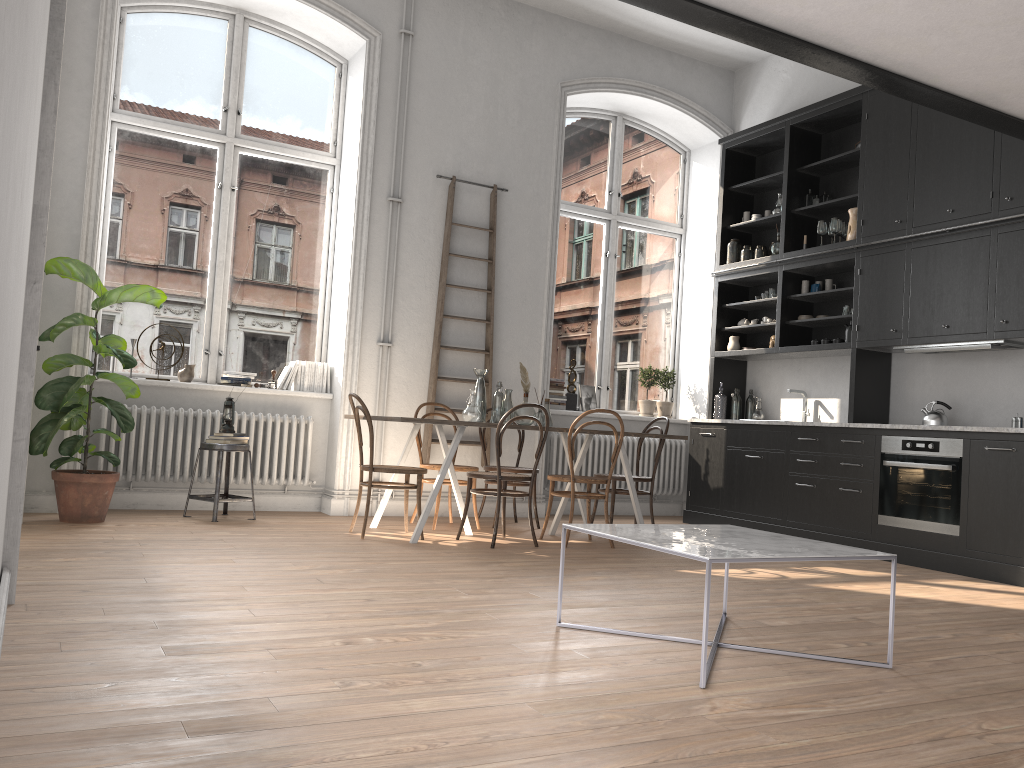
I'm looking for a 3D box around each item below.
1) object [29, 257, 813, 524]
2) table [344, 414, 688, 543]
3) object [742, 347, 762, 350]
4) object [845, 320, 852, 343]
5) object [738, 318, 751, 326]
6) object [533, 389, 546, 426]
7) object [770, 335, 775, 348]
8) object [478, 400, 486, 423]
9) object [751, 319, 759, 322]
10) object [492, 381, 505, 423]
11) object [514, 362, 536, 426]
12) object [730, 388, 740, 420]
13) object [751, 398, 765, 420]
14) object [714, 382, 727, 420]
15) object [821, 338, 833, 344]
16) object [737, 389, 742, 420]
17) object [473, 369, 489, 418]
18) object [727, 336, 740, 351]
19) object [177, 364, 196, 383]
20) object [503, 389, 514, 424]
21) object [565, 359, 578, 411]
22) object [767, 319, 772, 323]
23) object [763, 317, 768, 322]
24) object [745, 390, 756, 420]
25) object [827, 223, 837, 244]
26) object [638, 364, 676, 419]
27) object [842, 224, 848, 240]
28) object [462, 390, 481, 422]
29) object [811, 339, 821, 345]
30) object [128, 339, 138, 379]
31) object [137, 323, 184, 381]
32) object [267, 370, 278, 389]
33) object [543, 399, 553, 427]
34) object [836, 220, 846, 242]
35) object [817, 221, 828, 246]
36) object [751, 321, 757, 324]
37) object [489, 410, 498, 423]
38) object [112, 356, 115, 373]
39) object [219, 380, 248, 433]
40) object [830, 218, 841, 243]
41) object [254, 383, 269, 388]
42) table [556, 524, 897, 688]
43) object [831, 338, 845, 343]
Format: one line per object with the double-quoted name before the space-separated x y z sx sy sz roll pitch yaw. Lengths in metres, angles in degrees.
"object" -0.319 0.145 6.624 5.828 1.841 0.792 5 -3 -23
"table" 0.013 0.683 6.311 2.201 0.779 1.100 5 -3 -28
"object" 2.168 -0.304 8.014 0.180 0.037 0.180 6 -4 -43
"object" 2.685 -0.403 6.962 0.124 0.191 0.129 4 -3 0
"object" 2.139 -0.557 8.162 0.125 0.100 0.140 1 -4 43
"object" 0.206 0.170 6.459 0.107 0.283 0.107 5 -3 -33
"object" 2.264 -0.360 7.663 0.069 0.123 0.173 3 -3 4
"object" -0.223 0.194 6.237 0.083 0.158 0.083 5 -3 -32
"object" 2.189 -0.567 8.010 0.055 0.047 0.058 4 -3 -13
"object" -0.096 0.133 6.307 0.086 0.301 0.086 6 -3 -42
"object" 0.100 0.074 6.313 0.157 0.446 0.157 4 -3 -10
"object" 2.038 0.190 8.095 0.086 0.301 0.086 6 -3 -42
"object" 2.230 0.237 8.024 0.132 0.219 0.120 5 -3 -28
"object" 1.905 0.155 8.097 0.109 0.349 0.109 1 -3 43
"object" 2.534 -0.338 7.139 0.104 0.059 0.088 1 -4 40
"object" 2.085 0.198 8.210 0.086 0.301 0.086 4 -3 -14
"object" -0.233 0.087 6.361 0.116 0.382 0.116 4 -3 -17
"object" 2.036 -0.361 8.122 0.115 0.144 0.127 1 -4 40
"object" -2.441 -0.081 6.647 0.102 0.142 0.100 2 -3 36
"object" -0.033 0.167 6.423 0.100 0.255 0.098 2 -3 39
"object" 0.559 0.010 8.290 0.122 0.488 0.102 4 -2 -4
"object" 2.263 -0.545 7.808 0.049 0.054 0.039 4 -3 -3
"object" 2.253 -0.567 7.876 0.039 0.055 0.049 4 -3 -8
"object" 2.191 0.202 8.146 0.086 0.301 0.086 3 -3 17
"object" 2.627 -1.209 7.269 0.083 0.221 0.083 5 -3 -36
"object" 1.423 0.071 8.759 0.500 0.524 0.234 6 -3 -39
"object" 2.752 -1.200 7.302 0.083 0.221 0.083 3 -3 3
"object" -0.273 0.151 6.066 0.132 0.219 0.132 6 -3 -39
"object" 2.487 -0.336 7.242 0.088 0.059 0.104 6 -4 -40
"object" -2.765 -0.183 6.455 0.095 0.289 0.095 4 -3 -6
"object" -2.603 -0.236 6.566 0.347 0.425 0.087 3 -2 4
"object" -1.862 -0.035 6.919 0.088 0.153 0.048 2 -3 32
"object" 0.256 0.214 6.571 0.101 0.211 0.101 3 -3 11
"object" 2.666 -1.211 7.197 0.083 0.221 0.083 5 -3 -29
"object" 2.529 -1.217 7.235 0.083 0.221 0.083 3 -3 3
"object" 2.188 -0.547 8.010 0.055 0.033 0.058 2 -4 36
"object" -0.127 0.229 6.181 0.058 0.094 0.058 4 -3 0
"object" -2.895 -0.192 6.450 0.095 0.289 0.095 3 -3 3
"object" -1.990 0.157 6.318 0.154 0.383 0.163 2 -3 35
"object" 2.593 -1.219 7.121 0.083 0.221 0.083 3 -3 18
"object" -1.967 0.011 6.925 0.088 0.048 0.153 3 -3 12
"table" 0.757 0.764 3.258 0.849 0.392 0.849 5 -3 -28
"object" 2.600 -0.338 7.061 0.104 0.059 0.088 5 -3 -20
